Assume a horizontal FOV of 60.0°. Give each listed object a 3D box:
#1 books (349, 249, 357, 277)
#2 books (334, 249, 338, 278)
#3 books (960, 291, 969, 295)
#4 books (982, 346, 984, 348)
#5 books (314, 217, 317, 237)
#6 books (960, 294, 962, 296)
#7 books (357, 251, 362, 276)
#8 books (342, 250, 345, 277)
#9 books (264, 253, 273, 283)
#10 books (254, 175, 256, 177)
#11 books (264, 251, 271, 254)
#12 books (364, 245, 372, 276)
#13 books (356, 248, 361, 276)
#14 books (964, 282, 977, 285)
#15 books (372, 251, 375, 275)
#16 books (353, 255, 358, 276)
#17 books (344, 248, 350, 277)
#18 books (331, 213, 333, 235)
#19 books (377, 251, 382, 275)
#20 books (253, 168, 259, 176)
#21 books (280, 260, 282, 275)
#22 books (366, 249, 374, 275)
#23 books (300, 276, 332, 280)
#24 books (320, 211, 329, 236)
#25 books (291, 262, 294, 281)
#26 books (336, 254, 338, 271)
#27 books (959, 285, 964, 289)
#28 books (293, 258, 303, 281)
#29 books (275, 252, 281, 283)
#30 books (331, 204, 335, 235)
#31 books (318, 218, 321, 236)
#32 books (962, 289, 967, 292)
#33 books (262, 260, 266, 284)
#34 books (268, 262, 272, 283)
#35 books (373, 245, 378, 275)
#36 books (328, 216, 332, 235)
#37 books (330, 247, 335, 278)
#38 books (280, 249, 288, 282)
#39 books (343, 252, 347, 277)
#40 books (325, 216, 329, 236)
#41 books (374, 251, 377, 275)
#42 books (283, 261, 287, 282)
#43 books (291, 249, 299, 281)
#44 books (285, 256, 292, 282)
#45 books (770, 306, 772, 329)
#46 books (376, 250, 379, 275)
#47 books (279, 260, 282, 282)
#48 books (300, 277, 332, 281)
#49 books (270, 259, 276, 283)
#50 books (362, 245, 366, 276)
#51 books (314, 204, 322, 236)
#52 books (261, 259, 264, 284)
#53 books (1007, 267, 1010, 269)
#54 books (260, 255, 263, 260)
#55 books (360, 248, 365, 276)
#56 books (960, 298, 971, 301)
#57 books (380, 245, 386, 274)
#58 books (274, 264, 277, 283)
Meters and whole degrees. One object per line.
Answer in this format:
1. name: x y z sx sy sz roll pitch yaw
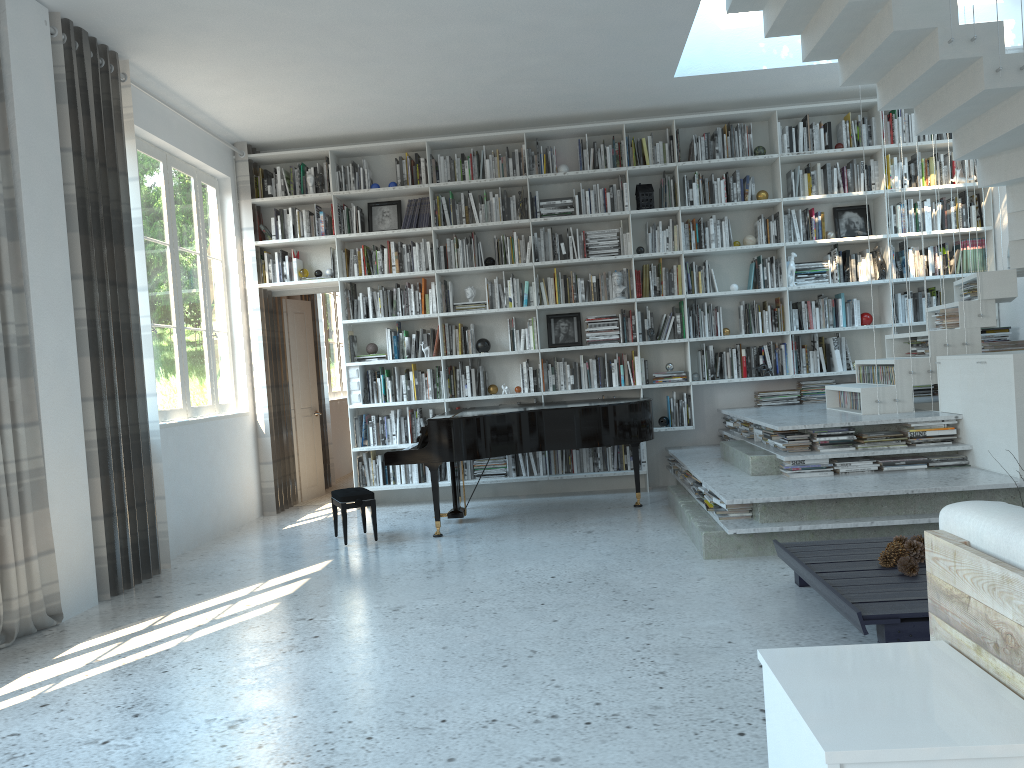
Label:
1. books: -1.401 -1.052 7.830 0.062 0.258 0.153 -4 1 4
2. books: -1.538 -1.048 7.849 0.044 0.269 0.133 -4 1 4
3. books: 3.391 -0.673 6.471 0.171 0.011 0.231 -4 1 15
4. books: 3.825 -0.301 7.064 0.206 0.015 0.144 -4 1 1
5. books: -1.714 -1.368 7.848 0.029 0.198 0.144 -4 1 4
6. books: 3.391 -0.664 6.472 0.170 0.006 0.268 -4 1 15
7. books: -1.318 -1.044 7.812 0.030 0.230 0.172 -4 1 4
8. books: -1.471 -1.045 7.836 0.012 0.254 0.161 -4 1 4
9. books: -2.147 -1.012 7.866 0.023 0.282 0.170 -4 1 4
10. books: -2.257 -1.720 7.868 0.011 0.241 0.150 -4 1 4
11. books: -2.165 -1.022 7.890 0.013 0.303 0.135 -4 1 4
12. books: -1.267 -1.071 7.800 0.011 0.277 0.164 -4 1 4
13. books: -1.339 -1.059 7.818 0.010 0.263 0.150 -4 1 4
14. books: 3.393 -0.731 6.467 0.165 0.014 0.235 -4 1 21
15. books: -1.206 -1.052 7.818 0.012 0.230 0.149 -4 1 4
16. books: -1.356 -1.023 7.804 0.026 0.195 0.175 -4 1 4
17. books: -1.439 -1.052 7.816 0.012 0.263 0.180 -4 1 4
18. books: -1.568 -1.397 7.835 0.014 0.236 0.143 -4 1 4
19. books: -1.147 -1.049 7.798 0.031 0.217 0.173 -4 1 4
20. books: -2.272 -1.752 7.855 0.012 0.307 0.180 -4 1 4
21. books: -2.015 -0.983 7.863 0.011 0.206 0.163 -4 1 4
22. books: -1.236 -1.059 7.815 0.047 0.250 0.134 -4 1 4
23. books: -1.715 -0.931 7.851 0.285 0.012 0.159 -4 1 6
24. books: -1.646 -1.388 7.812 0.029 0.229 0.191 -4 1 4
25. books: -1.925 -0.982 7.875 0.029 0.191 0.134 -4 1 4
26. books: -1.498 -1.028 7.795 0.021 0.224 0.231 -4 1 4
27. books: 3.385 -0.716 6.471 0.190 0.015 0.230 -4 1 18
28. books: -1.886 -0.995 7.839 0.029 0.211 0.187 -4 1 4
29. books: -2.057 -1.018 7.868 0.022 0.281 0.156 -4 1 4
30. books: -1.557 -1.427 7.821 0.014 0.294 0.172 -4 1 4
31. books: -1.673 -1.363 7.837 0.031 0.182 0.151 -4 1 4
32. books: 3.392 -0.689 6.470 0.168 0.005 0.291 -4 1 22
33. books: -2.176 -0.980 7.869 0.013 0.222 0.162 -4 1 4
34. books: -2.118 -0.972 7.874 0.029 0.197 0.160 -4 1 4
35. books: -1.195 -1.076 7.813 0.012 0.277 0.150 -4 1 4
36. books: -1.587 -1.371 7.823 0.026 0.188 0.154 -4 1 4
37. books: -1.568 -1.054 7.830 0.012 0.285 0.159 -4 1 4
38. books: -2.007 -1.029 7.843 0.013 0.297 0.187 -4 1 4
39. books: -1.454 -1.036 7.826 0.022 0.232 0.151 -4 1 4
40. books: -1.614 -1.374 7.839 0.029 0.196 0.146 -4 1 4
41. books: -1.181 -1.047 7.800 0.014 0.218 0.164 -4 1 4
42. books: -1.984 -0.979 7.857 0.024 0.193 0.180 -4 1 4
43. books: -1.909 -1.037 7.853 0.013 0.299 0.179 -4 1 4
44. books: -1.954 -1.003 7.836 0.021 0.237 0.188 -4 1 4
45. books: 2.206 -0.553 7.618 0.016 0.231 0.138 -4 1 4
46. books: -1.168 -1.054 7.806 0.011 0.229 0.170 -4 1 4
47. books: -2.031 -0.987 7.884 0.023 0.214 0.140 -4 1 4
48. books: -1.714 -0.919 7.849 0.285 0.012 0.159 -4 1 1
49. books: -2.101 -0.984 7.864 0.010 0.220 0.181 -4 1 4
50. books: -1.282 -1.072 7.811 0.020 0.281 0.164 -4 1 4
51. books: -1.700 -1.421 7.821 0.012 0.303 0.189 -4 1 4
52. books: -2.190 -0.982 7.869 0.013 0.228 0.179 -4 1 4
53. books: 3.751 -0.863 6.447 0.184 0.006 0.262 -4 1 10
54. books: -2.204 -1.003 7.858 0.011 0.272 0.188 -4 1 4
55. books: -1.297 -1.056 7.809 0.014 0.253 0.187 -4 1 4
56. books: 3.395 -0.628 6.472 0.176 0.009 0.274 -4 1 17
57. books: -1.126 -1.078 7.801 0.014 0.273 0.180 -4 1 4
58. books: -2.078 -0.969 7.888 0.029 0.185 0.134 -4 1 4
